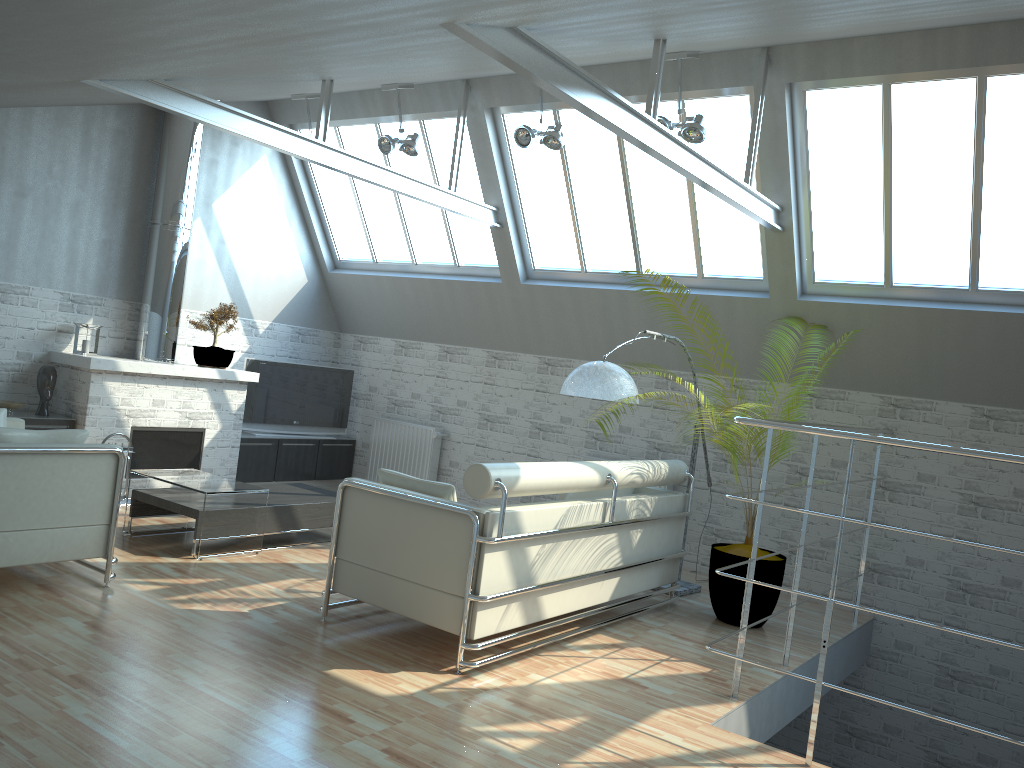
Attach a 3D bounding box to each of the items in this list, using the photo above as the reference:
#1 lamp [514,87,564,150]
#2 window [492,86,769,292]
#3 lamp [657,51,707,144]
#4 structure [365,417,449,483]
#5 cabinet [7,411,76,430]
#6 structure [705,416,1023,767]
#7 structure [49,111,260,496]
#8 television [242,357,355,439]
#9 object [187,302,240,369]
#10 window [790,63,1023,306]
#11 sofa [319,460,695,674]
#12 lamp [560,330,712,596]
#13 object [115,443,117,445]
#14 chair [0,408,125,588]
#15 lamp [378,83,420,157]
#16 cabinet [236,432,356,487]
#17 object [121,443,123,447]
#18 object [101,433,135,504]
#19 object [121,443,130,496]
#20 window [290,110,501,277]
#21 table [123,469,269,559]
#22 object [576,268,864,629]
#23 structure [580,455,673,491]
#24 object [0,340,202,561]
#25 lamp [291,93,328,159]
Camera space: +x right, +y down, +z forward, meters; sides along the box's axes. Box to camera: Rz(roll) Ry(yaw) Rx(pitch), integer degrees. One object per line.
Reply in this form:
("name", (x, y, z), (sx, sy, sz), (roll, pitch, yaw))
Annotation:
("lamp", (0.399, -4.094, 13.092), (0.808, 1.172, 0.618), (8, 1, 39))
("window", (1.911, -3.112, 14.389), (4.651, 2.787, 1.897), (8, 1, 35))
("lamp", (2.208, -3.843, 11.814), (0.808, 1.172, 0.619), (8, 1, 39))
("structure", (-2.200, 1.559, 18.337), (1.892, 1.524, 0.508), (8, 1, 35))
("cabinet", (-8.735, 1.000, 12.607), (0.914, 1.270, 4.572), (8, 1, 35))
("structure", (5.773, 2.162, 9.032), (5.366, 2.781, 6.483), (8, 1, 35))
("structure", (-6.036, -1.668, 15.642), (1.309, 7.180, 3.302), (8, 1, 35))
("television", (-4.493, 0.323, 18.385), (2.577, 1.514, 0.592), (7, 1, -45))
("object", (-5.509, -0.935, 16.247), (0.572, 1.265, 1.115), (8, 1, 39))
("window", (6.033, -2.540, 11.477), (4.651, 2.787, 1.897), (8, 1, 35))
("sofa", (0.239, 1.816, 10.960), (2.199, 1.999, 4.866), (8, 1, 35))
("lamp", (2.193, 1.173, 12.784), (1.015, 3.709, 4.621), (8, 1, 41))
("object", (-6.360, 1.411, 14.221), (0.145, 0.932, 0.065), (8, 1, 16))
("chair", (-5.866, 1.042, 9.661), (2.507, 2.001, 2.201), (8, 1, 35))
("lamp", (-1.894, -4.412, 14.712), (0.808, 1.172, 0.619), (8, 1, 39))
("cabinet", (-4.759, 1.565, 18.366), (0.908, 1.016, 3.234), (8, 1, 35))
("object", (-6.345, 1.373, 14.332), (0.025, 0.855, 0.025), (7, 1, -33))
("object", (-6.439, 1.345, 14.343), (0.412, 1.124, 0.584), (8, 1, 35))
("object", (-6.282, 1.389, 14.425), (0.155, 0.873, 0.026), (8, 1, 36))
("window", (-2.212, -3.684, 17.302), (4.651, 2.787, 1.897), (8, 1, 35))
("table", (-4.373, 1.751, 12.254), (1.726, 0.867, 1.015), (8, 1, 35))
("object", (2.513, 0.895, 11.787), (3.777, 4.386, 5.015), (8, 1, 10))
("structure", (1.967, 2.137, 15.392), (1.892, 1.524, 0.508), (8, 1, 35))
("object", (-5.719, 0.737, 12.885), (4.859, 2.558, 1.528), (8, 1, 34))
("lamp", (-3.688, -4.661, 15.980), (0.808, 1.172, 0.619), (8, 1, 39))
